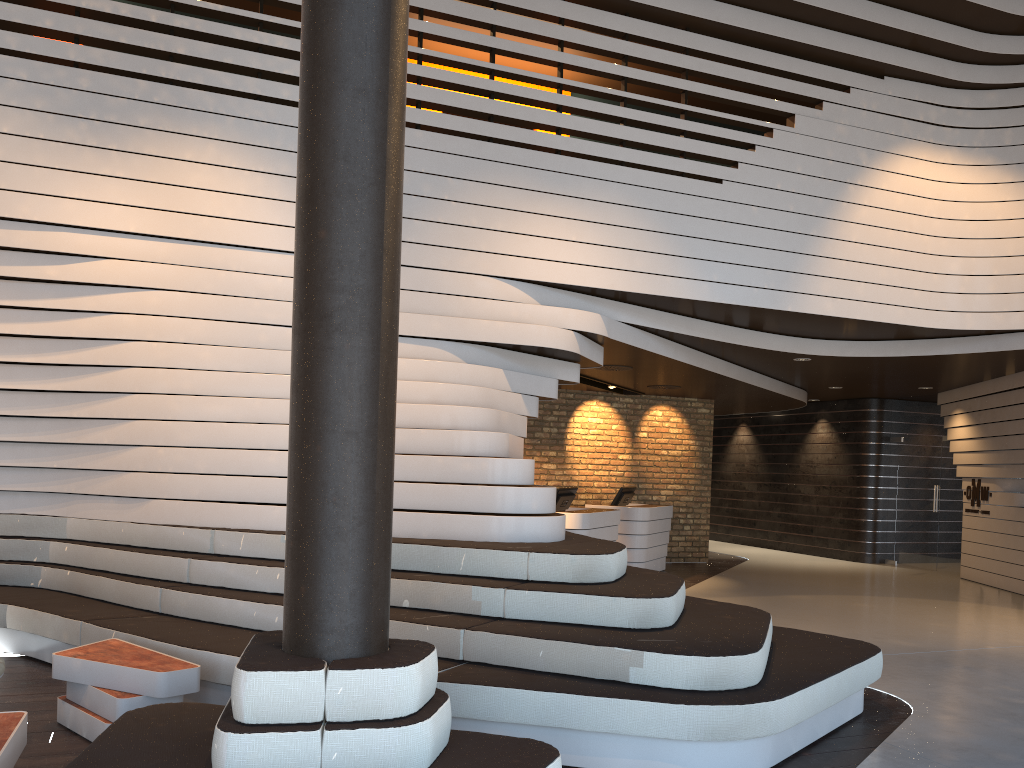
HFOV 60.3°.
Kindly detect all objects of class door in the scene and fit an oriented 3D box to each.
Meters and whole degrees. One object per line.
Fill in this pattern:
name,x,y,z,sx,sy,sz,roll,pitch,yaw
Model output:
door,6.457,1.534,13.586,0.079,2.701,1.778,2,-1,-17

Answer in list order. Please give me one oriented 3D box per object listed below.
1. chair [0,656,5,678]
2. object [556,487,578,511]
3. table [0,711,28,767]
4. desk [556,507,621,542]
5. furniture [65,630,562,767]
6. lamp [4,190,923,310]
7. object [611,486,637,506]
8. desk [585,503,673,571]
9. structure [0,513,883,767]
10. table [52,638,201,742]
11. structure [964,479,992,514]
chair,-2.690,1.281,3.930,0.710,0.766,0.658,2,-2,-6
object,0.512,1.461,10.217,0.370,0.553,0.595,1,-2,28
table,-1.930,1.412,2.950,0.412,0.370,0.911,3,-5,-20
desk,0.655,1.900,10.104,0.853,0.920,1.456,1,-4,25
furniture,-0.785,1.275,2.940,1.774,0.722,1.277,1,-4,14
lamp,2.509,-2.066,6.112,41.792,4.616,9.087,4,-5,-22
object,1.468,1.671,12.102,0.370,0.553,0.595,1,-2,28
desk,1.628,2.121,12.102,0.853,0.920,1.455,1,-4,26
structure,-6.801,1.008,3.363,18.154,0.926,5.809,4,-6,-25
table,-1.976,1.547,4.403,0.910,0.370,0.412,-2,-4,40
structure,6.419,1.547,12.169,0.017,0.469,0.803,2,-4,3
